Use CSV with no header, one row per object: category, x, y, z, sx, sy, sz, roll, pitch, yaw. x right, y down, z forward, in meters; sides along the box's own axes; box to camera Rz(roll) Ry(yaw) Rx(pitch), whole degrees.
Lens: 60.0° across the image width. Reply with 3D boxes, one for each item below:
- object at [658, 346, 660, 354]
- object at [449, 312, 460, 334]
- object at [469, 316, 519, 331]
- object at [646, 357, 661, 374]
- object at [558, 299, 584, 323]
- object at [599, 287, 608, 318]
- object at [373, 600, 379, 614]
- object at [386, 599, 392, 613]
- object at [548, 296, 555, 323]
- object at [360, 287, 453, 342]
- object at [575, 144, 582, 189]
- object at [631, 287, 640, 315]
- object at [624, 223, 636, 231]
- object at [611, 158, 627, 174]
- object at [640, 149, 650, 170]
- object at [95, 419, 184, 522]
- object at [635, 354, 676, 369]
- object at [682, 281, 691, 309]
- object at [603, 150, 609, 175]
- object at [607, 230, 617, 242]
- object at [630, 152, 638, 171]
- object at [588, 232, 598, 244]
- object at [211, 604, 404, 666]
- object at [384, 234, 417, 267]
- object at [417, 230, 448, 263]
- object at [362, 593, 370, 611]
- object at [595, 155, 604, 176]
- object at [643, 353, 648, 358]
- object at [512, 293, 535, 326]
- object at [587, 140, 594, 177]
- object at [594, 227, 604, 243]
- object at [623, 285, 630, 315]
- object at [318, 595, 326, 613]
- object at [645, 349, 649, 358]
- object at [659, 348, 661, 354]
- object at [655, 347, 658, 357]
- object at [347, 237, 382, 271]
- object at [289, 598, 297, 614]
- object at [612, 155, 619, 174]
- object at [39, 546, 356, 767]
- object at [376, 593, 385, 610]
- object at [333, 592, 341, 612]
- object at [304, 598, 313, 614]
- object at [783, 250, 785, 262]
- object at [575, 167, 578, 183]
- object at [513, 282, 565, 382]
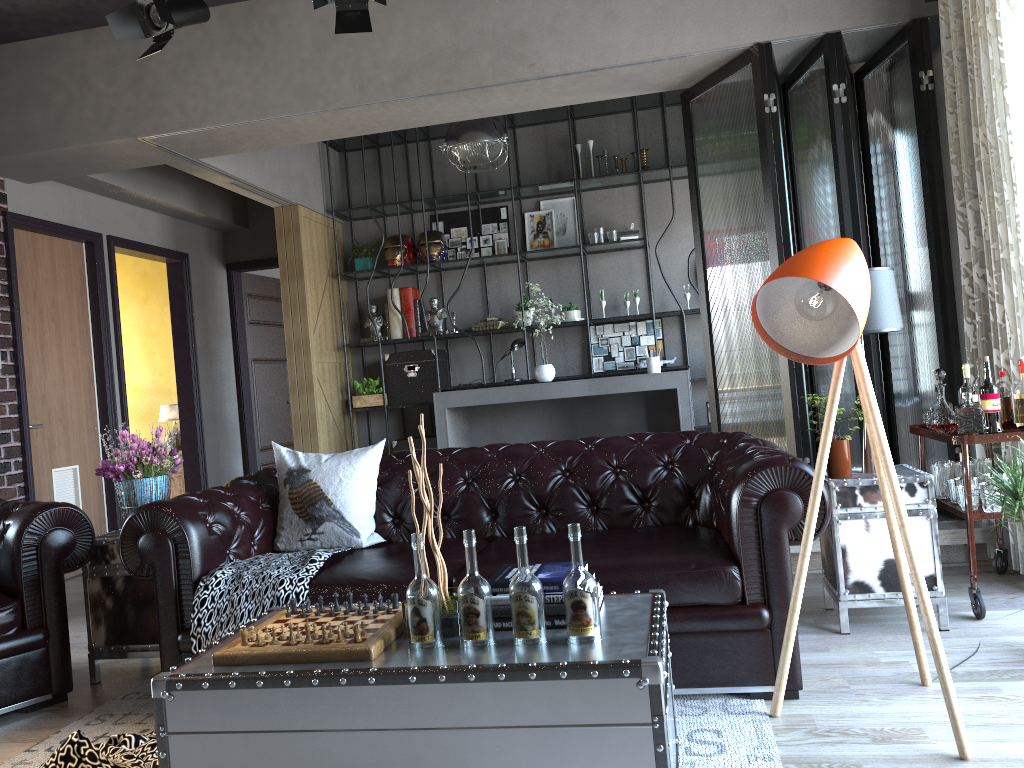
object,1.215,-0.222,7.373,0.052,0.185,0.009,-5,-1,12
object,-0.524,-0.549,7.948,0.093,0.200,0.093,-5,-1,5
object,-0.137,-0.568,7.992,0.207,0.170,0.577,-5,0,-45
object,1.175,-0.154,7.363,0.110,0.137,0.110,-5,-1,20
object,0.514,-0.648,7.832,0.235,0.213,0.235,-5,0,-35
object,0.787,-0.704,7.700,0.113,0.275,0.113,-5,-1,14
object,-0.383,0.625,2.487,0.017,0.037,0.017,-5,-1,17
object,-0.345,0.622,2.482,0.017,0.037,0.017,-6,-1,30
object,0.361,-0.665,8.033,0.113,0.273,0.113,-5,-1,-23
object,-0.978,-0.639,8.142,0.833,0.466,0.290,-5,-1,10
object,0.619,-1.970,8.024,0.128,0.390,0.128,-5,-1,-21
object,1.080,-0.716,7.685,0.113,0.246,0.113,-6,-1,29
object,1.045,-1.380,7.848,0.103,0.068,0.103,-5,0,3
object,0.975,-1.882,7.713,0.189,0.152,0.189,-5,0,33
object,1.149,-1.938,7.696,0.130,0.232,0.130,-5,-1,-12
object,-1.624,0.404,3.898,0.349,0.484,0.352,-6,-1,41
object,1.218,-0.190,7.764,0.379,0.111,0.351,-5,0,43
object,1.528,-0.768,7.733,0.113,0.270,0.113,-5,-1,-1
object,0.824,-1.914,7.732,0.100,0.243,0.100,-5,-1,19
object,0.867,-1.269,7.655,0.092,0.099,0.092,-5,-1,-32
object,1.086,-1.933,7.807,0.084,0.233,0.084,-5,-1,-9
object,0.707,-1.255,7.684,0.093,0.099,0.092,-5,-1,-42
object,-0.509,0.673,2.401,0.429,0.036,0.429,-5,0,10
object,-1.041,-1.212,8.124,0.280,0.327,0.399,-5,0,15
object,-0.729,-1.240,8.067,0.280,0.327,0.399,-5,0,0
object,-0.420,0.623,2.541,0.022,0.047,0.022,-5,-1,-35
object,0.780,-1.905,7.813,0.084,0.233,0.084,-6,-1,37
object,1.154,-0.189,7.380,0.137,0.190,0.009,-5,-1,13
object,0.109,-0.659,7.887,0.193,0.305,0.137,-6,-1,44
object,0.716,-1.978,7.934,0.128,0.390,0.128,-5,-1,-30
object,0.771,-1.289,7.778,0.087,0.155,0.087,-5,-1,23
object,1.031,-0.739,7.960,0.113,0.302,0.113,-6,-1,29
object,-0.552,0.635,2.565,0.022,0.047,0.022,-5,-1,-35
object,1.143,-0.196,7.397,0.023,0.202,0.046,-4,-1,-44
object,1.213,-0.214,7.360,0.062,0.169,0.009,-5,-1,10
object,1.205,-0.202,7.393,0.037,0.204,0.023,-4,-1,-40
object,-1.375,-1.184,8.201,0.324,0.339,0.295,-5,-1,-33
object,-0.636,0.646,2.582,0.019,0.040,0.019,-5,-1,-16
object,0.932,-1.915,7.884,0.080,0.226,0.080,-5,-1,-17
object,-1.044,0.947,2.953,0.562,0.569,1.700,-5,0,31
object,-0.377,0.621,2.532,0.026,0.044,0.026,-5,-1,-35
object,-0.507,0.627,2.557,0.025,0.055,0.024,-5,-1,-35
object,-0.593,0.640,2.571,0.026,0.044,0.026,-5,-1,-35
object,2.043,-1.047,7.782,0.750,0.739,0.185,-5,-1,11
object,0.556,-1.833,7.778,0.135,0.129,0.135,-5,0,-17
object,0.254,-0.445,7.411,0.398,0.852,0.420,-5,-1,-33
